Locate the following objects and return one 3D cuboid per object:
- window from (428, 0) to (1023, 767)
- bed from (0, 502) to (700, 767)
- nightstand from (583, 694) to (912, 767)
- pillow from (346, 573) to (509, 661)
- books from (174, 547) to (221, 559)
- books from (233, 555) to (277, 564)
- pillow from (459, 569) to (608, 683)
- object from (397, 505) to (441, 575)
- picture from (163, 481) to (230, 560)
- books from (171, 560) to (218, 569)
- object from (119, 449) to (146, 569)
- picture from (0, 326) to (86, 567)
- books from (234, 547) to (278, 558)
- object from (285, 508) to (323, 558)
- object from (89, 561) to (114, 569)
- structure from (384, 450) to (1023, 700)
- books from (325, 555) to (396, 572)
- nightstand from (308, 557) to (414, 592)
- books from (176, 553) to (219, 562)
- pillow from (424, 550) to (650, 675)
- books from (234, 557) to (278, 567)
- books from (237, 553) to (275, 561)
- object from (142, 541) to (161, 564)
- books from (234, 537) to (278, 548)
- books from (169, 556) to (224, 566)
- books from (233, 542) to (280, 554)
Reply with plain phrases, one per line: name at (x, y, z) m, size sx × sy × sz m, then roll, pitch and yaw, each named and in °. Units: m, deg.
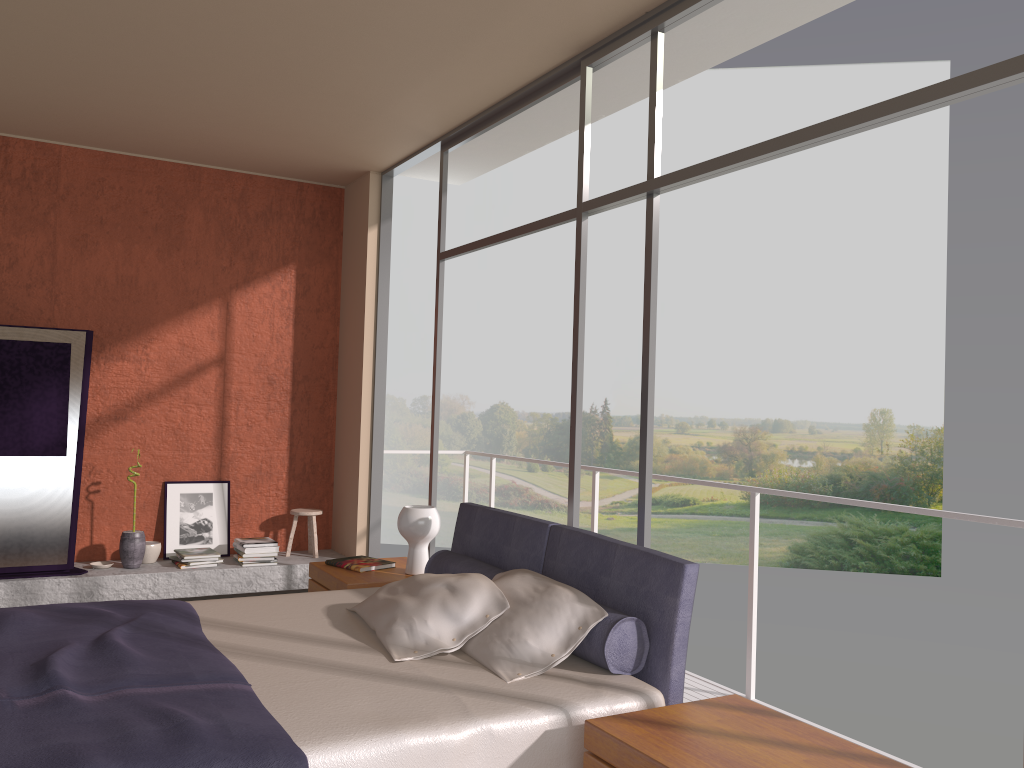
window at (0.974, -0.025, 3.120) m, size 0.075 × 3.133 × 6.106 m, roll 3°, pitch -2°, yaw -29°
bed at (-0.880, 1.001, 3.034) m, size 2.462 × 0.959 × 2.017 m, roll 3°, pitch -2°, yaw -29°
nightstand at (0.590, 1.220, 2.323) m, size 0.562 × 0.556 × 0.628 m, roll 3°, pitch -2°, yaw -29°
pillow at (-0.346, 0.851, 3.418) m, size 0.431 × 0.264 × 0.869 m, roll 2°, pitch -2°, yaw -22°
books at (-2.194, 1.180, 6.181) m, size 0.247 × 0.018 × 0.328 m, roll 3°, pitch -2°, yaw -32°
books at (-1.840, 1.249, 6.356) m, size 0.247 × 0.018 × 0.287 m, roll 3°, pitch -2°, yaw -29°
pillow at (-0.009, 0.846, 3.196) m, size 0.400 × 0.265 × 0.791 m, roll 3°, pitch -2°, yaw -26°
object at (-0.478, 0.799, 4.547) m, size 0.224 × 0.338 × 0.224 m, roll 2°, pitch -2°, yaw -18°
picture at (-2.290, 0.986, 6.459) m, size 0.458 × 0.550 × 0.117 m, roll 3°, pitch -2°, yaw -29°
books at (-2.210, 1.245, 6.173) m, size 0.247 × 0.025 × 0.287 m, roll 3°, pitch -2°, yaw -33°
object at (-2.556, 0.838, 6.000) m, size 0.165 × 0.810 × 0.165 m, roll 2°, pitch -2°, yaw -6°
picture at (-3.291, 0.381, 5.488) m, size 1.129 × 1.496 × 0.126 m, roll 3°, pitch -2°, yaw -29°
books at (-1.835, 1.200, 6.353) m, size 0.247 × 0.027 × 0.328 m, roll 3°, pitch -2°, yaw -28°
object at (-1.541, 1.125, 6.678) m, size 0.260 × 0.349 × 0.257 m, roll 1°, pitch -2°, yaw 30°
object at (-2.752, 1.223, 5.949) m, size 0.152 × 0.040 × 0.152 m, roll 2°, pitch -2°, yaw 6°
structure at (1.198, 0.977, 3.457) m, size 0.728 × 1.005 × 7.689 m, roll 3°, pitch -2°, yaw -29°
books at (-0.802, 0.952, 4.700) m, size 0.287 × 0.025 × 0.247 m, roll 0°, pitch -2°, yaw 41°
nightstand at (-0.702, 1.245, 4.625) m, size 0.562 × 0.556 × 0.628 m, roll 3°, pitch -2°, yaw -29°
books at (-2.192, 1.201, 6.177) m, size 0.247 × 0.025 × 0.287 m, roll 3°, pitch -2°, yaw -27°
pillow at (0.032, 0.866, 3.532) m, size 0.205 × 0.201 × 1.470 m, roll 3°, pitch -2°, yaw -29°
books at (-1.837, 1.267, 6.351) m, size 0.247 × 0.018 × 0.328 m, roll 3°, pitch -2°, yaw -28°
books at (-1.830, 1.227, 6.334) m, size 0.247 × 0.025 × 0.287 m, roll 2°, pitch -2°, yaw -18°
object at (-2.549, 1.180, 6.195) m, size 0.179 × 0.137 × 0.180 m, roll 2°, pitch -2°, yaw -17°
books at (-1.836, 1.136, 6.360) m, size 0.247 × 0.025 × 0.287 m, roll 3°, pitch -2°, yaw -29°
books at (-2.202, 1.223, 6.188) m, size 0.247 × 0.018 × 0.328 m, roll 3°, pitch -2°, yaw -45°
books at (-1.834, 1.167, 6.354) m, size 0.247 × 0.038 × 0.319 m, roll 3°, pitch -2°, yaw -32°
